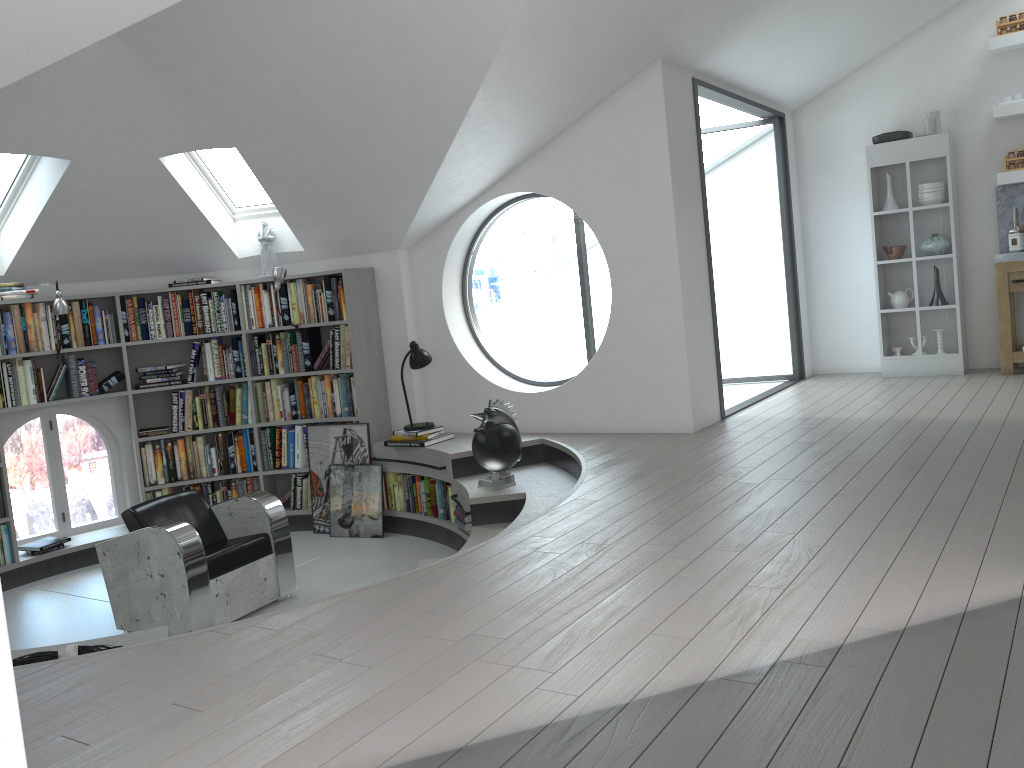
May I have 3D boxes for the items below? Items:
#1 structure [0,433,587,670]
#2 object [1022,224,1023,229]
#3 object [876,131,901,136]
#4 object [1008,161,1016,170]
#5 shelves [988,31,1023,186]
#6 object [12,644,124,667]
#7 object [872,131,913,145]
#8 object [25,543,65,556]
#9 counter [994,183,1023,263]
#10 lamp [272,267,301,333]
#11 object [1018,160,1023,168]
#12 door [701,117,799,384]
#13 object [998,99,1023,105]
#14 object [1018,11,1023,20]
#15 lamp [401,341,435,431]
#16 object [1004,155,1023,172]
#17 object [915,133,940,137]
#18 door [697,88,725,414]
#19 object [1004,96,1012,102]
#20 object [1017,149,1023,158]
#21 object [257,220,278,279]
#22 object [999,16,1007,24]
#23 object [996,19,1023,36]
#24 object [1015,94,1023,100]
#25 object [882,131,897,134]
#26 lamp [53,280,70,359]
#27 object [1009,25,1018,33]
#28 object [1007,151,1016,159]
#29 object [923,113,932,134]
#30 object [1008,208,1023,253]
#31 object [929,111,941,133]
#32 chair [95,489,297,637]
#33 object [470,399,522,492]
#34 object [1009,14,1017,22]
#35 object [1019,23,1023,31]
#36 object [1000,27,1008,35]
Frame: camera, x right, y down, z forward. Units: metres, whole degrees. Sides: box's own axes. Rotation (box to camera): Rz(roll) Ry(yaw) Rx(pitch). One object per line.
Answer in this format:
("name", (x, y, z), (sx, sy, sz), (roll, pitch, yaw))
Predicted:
("structure", (-1.833, 1.051, 5.209), (4.712, 0.692, 4.717), (-7, 6, -11))
("object", (4.166, -1.232, 7.154), (0.085, 0.330, 0.086), (-2, 6, 42))
("object", (3.263, -2.081, 7.596), (0.238, 0.119, 0.239), (-2, 6, 34))
("object", (4.075, -1.776, 7.224), (0.058, 0.075, 0.058), (-9, 6, -33))
("shelves", (6.406, -2.238, 5.992), (5.545, 1.359, 0.481), (-3, 5, 28))
("object", (-1.676, 1.037, 3.294), (0.473, 0.082, 0.218), (-6, 6, -4))
("object", (3.264, -2.072, 7.596), (0.298, 0.119, 0.299), (-2, 7, 34))
("object", (-3.521, 1.234, 6.678), (0.227, 0.036, 0.213), (-10, 7, -39))
("counter", (6.789, -1.427, 5.583), (6.571, 0.618, 0.964), (-2, 6, 34))
("lamp", (-1.731, -0.649, 6.892), (0.112, 0.524, 0.276), (-4, 5, 24))
("object", (4.131, -1.778, 7.187), (0.058, 0.075, 0.058), (-9, 6, -33))
("door", (1.993, -1.176, 8.141), (1.050, 2.342, 0.080), (-4, 4, 19))
("object", (4.082, -2.270, 7.136), (0.294, 0.025, 0.113), (-2, 7, 34))
("object", (4.070, -2.929, 7.068), (0.058, 0.075, 0.058), (-9, 6, -33))
("lamp", (-0.713, 0.005, 6.667), (0.323, 0.659, 0.233), (-10, 6, -41))
("object", (4.130, -1.801, 7.183), (0.237, 0.146, 0.121), (-2, 6, 34))
("object", (3.524, -2.077, 7.429), (0.295, 0.025, 0.150), (-9, 7, -32))
("door", (0.978, -0.923, 6.641), (1.050, 2.342, 0.080), (-3, 5, 34))
("object", (4.019, -2.290, 7.177), (0.058, 0.061, 0.057), (-3, 6, 33))
("object", (4.123, -1.863, 7.181), (0.058, 0.075, 0.058), (-9, 6, -33))
("object", (-1.967, -1.083, 7.123), (0.179, 0.471, 0.179), (-2, 6, 43))
("object", (3.959, -2.925, 7.143), (0.058, 0.075, 0.058), (-9, 6, -33))
("object", (4.022, -2.865, 7.108), (0.237, 0.146, 0.121), (-2, 6, 34))
("object", (4.079, -2.297, 7.134), (0.054, 0.071, 0.054), (-3, 6, 33))
("object", (3.262, -2.090, 7.595), (0.170, 0.119, 0.171), (-2, 6, 34))
("lamp", (-3.341, -0.465, 6.486), (0.357, 0.565, 0.113), (-2, 6, 40))
("object", (4.023, -2.842, 7.112), (0.058, 0.075, 0.058), (-9, 6, -33))
("object", (4.067, -1.861, 7.218), (0.058, 0.075, 0.058), (-9, 6, -33))
("object", (3.469, -2.159, 7.393), (0.054, 0.196, 0.054), (-8, 5, -31))
("object", (4.051, -1.232, 7.121), (0.086, 0.359, 0.088), (-9, 5, -35))
("object", (3.559, -2.181, 7.448), (0.072, 0.210, 0.071), (-8, 5, -33))
("chair", (-1.884, 1.039, 5.324), (0.740, 0.718, 0.825), (-3, 6, 28))
("object", (-0.097, 0.375, 5.649), (0.320, 0.561, 0.321), (-5, 4, 7))
("object", (4.015, -2.927, 7.106), (0.058, 0.075, 0.058), (-9, 6, -33))
("object", (4.079, -2.844, 7.074), (0.058, 0.075, 0.058), (-9, 6, -33))
("object", (3.967, -2.840, 7.149), (0.058, 0.075, 0.058), (-9, 6, -33))
